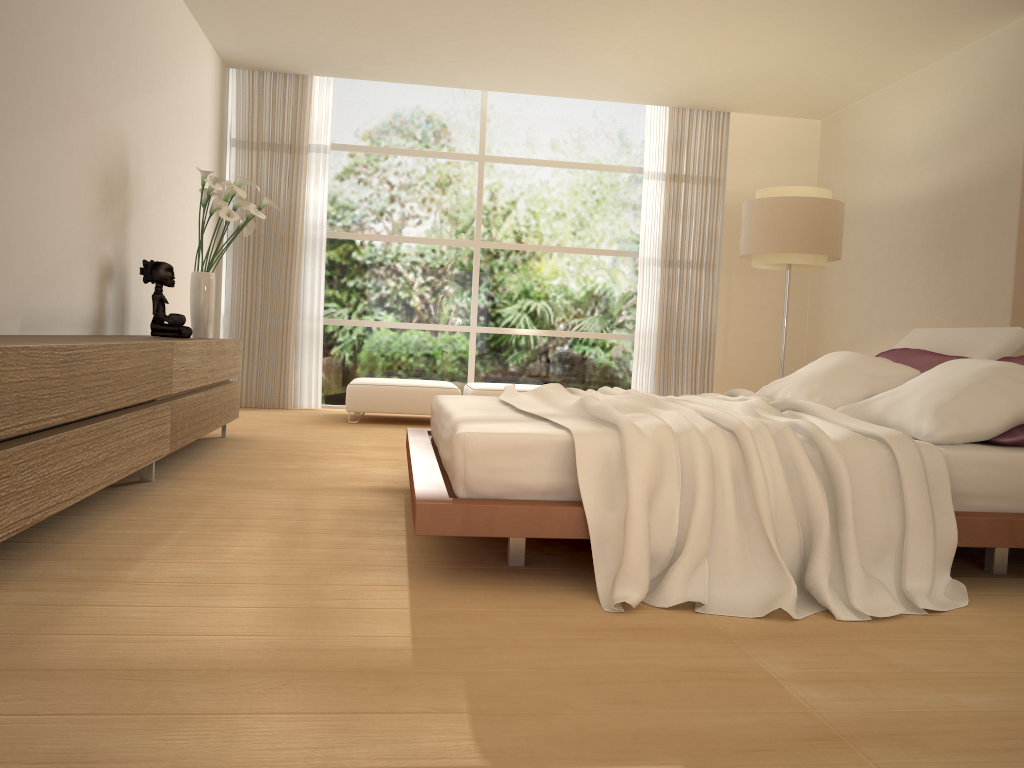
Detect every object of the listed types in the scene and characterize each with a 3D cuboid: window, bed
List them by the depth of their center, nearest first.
[{"bbox_3d":[0.843,0.320,3.768,2.535,0.570,2.599,3,3,-8],"label":"bed"},{"bbox_3d":[-0.346,-1.386,8.795,4.781,3.371,0.071,3,3,-8],"label":"window"}]

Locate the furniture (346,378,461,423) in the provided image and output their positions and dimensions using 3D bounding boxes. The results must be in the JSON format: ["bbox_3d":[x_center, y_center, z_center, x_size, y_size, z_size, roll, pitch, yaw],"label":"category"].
[{"bbox_3d":[-0.958,0.145,7.820,0.965,0.346,0.964,3,3,-8],"label":"furniture"}]

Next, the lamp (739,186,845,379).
[{"bbox_3d":[2.162,-0.496,7.010,0.817,2.018,0.817,5,3,35],"label":"lamp"}]

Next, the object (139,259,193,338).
[{"bbox_3d":[-2.038,-0.502,5.243,0.282,0.453,0.181,3,3,-8],"label":"object"}]

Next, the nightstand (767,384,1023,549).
[{"bbox_3d":[2.239,0.393,4.011,0.493,0.539,4.220,3,3,-8],"label":"nightstand"}]

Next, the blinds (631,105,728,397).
[{"bbox_3d":[1.654,-1.274,8.752,0.814,3.351,0.202,2,3,-9],"label":"blinds"}]

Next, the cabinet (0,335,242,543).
[{"bbox_3d":[-1.892,0.118,4.132,0.588,0.662,3.713,3,3,-8],"label":"cabinet"}]

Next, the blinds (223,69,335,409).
[{"bbox_3d":[-2.198,-1.445,8.289,0.950,3.352,0.211,2,3,-9],"label":"blinds"}]

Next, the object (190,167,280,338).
[{"bbox_3d":[-1.845,-0.836,5.749,0.608,1.085,0.515,5,4,40],"label":"object"}]

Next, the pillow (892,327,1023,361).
[{"bbox_3d":[2.202,-0.035,3.985,0.461,0.457,1.779,2,3,-8],"label":"pillow"}]

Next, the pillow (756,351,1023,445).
[{"bbox_3d":[1.607,0.027,3.894,0.561,0.339,1.720,3,3,-8],"label":"pillow"}]

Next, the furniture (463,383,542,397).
[{"bbox_3d":[0.068,0.190,7.957,0.965,0.346,0.964,3,3,-8],"label":"furniture"}]

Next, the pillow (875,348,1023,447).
[{"bbox_3d":[1.875,0.024,3.936,0.575,0.369,1.683,3,3,-8],"label":"pillow"}]
